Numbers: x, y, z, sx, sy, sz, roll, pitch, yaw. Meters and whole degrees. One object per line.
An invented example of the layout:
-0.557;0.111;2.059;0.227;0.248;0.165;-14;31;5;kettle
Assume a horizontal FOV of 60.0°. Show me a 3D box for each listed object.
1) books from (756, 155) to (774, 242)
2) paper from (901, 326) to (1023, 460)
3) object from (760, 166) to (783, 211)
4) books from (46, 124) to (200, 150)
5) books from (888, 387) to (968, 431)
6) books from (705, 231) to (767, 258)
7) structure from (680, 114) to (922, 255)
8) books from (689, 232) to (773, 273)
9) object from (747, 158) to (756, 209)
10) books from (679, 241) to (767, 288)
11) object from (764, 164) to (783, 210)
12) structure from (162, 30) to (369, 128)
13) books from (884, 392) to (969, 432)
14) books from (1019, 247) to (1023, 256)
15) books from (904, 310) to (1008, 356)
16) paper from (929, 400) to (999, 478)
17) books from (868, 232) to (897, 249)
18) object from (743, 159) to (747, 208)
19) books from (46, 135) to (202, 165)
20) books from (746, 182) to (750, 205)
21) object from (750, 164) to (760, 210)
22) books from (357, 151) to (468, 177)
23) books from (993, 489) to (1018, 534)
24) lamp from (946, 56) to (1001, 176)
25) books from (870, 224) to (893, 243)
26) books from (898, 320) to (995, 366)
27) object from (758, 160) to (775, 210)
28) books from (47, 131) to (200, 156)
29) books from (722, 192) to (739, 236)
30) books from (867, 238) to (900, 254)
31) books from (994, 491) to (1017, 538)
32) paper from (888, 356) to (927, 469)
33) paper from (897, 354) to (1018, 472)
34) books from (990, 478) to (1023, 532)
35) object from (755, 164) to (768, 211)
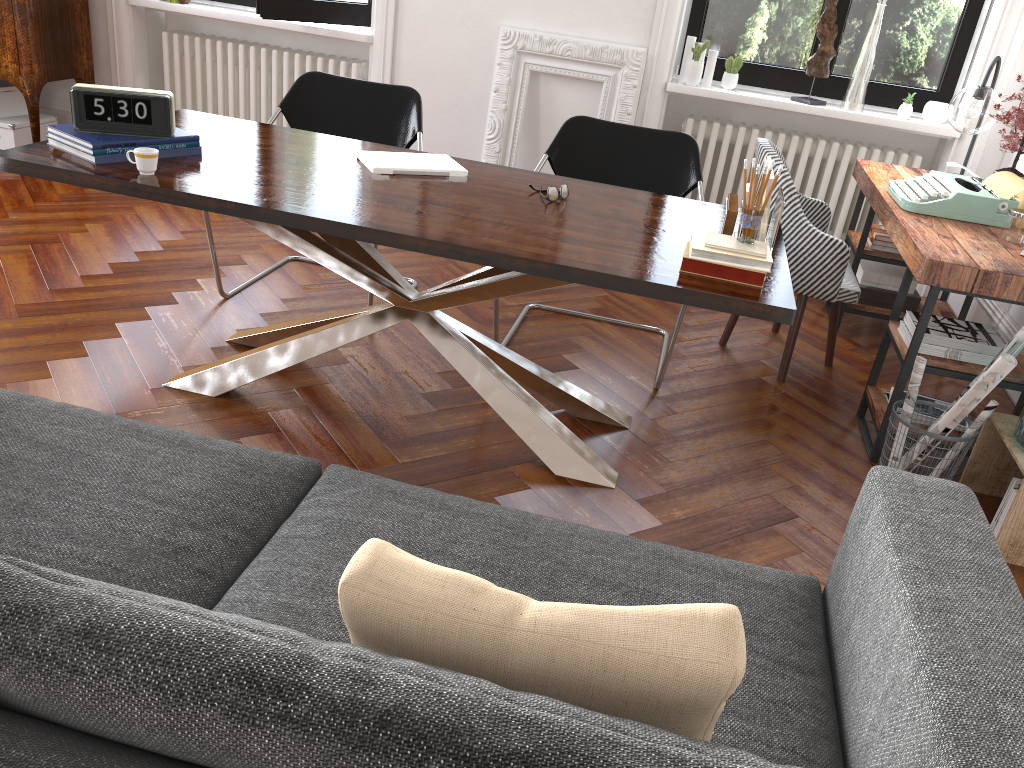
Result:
0.734;-0.519;2.584;0.043;0.241;0.307;12;26;8;books
1.451;0.075;2.880;0.294;0.631;0.047;9;27;2;paper
0.655;-0.469;2.289;0.044;0.195;0.008;28;33;35;object
-1.165;-0.754;2.668;0.249;0.017;0.343;25;30;31;books
1.505;0.087;3.207;0.267;0.014;0.195;17;27;18;books
0.590;-0.368;2.333;0.159;0.008;0.127;13;26;10;books
1.591;-1.068;5.193;1.452;0.785;0.223;12;27;8;structure
0.574;-0.348;2.333;0.207;0.029;0.162;11;26;7;books
0.623;-0.491;2.326;0.008;0.195;0.049;-2;28;-19;object
0.561;-0.318;2.345;0.215;0.040;0.158;13;26;10;books
0.659;-0.474;2.298;0.038;0.196;0.008;26;32;31;object
-1.574;-1.746;5.663;1.452;0.785;0.223;12;27;8;structure
1.503;0.101;3.214;0.267;0.014;0.194;12;26;7;books
1.791;-0.427;2.951;0.129;0.031;0.212;-14;34;-38;books
1.526;-0.173;3.046;0.308;0.038;0.224;12;26;8;books
1.440;0.209;2.870;0.125;0.391;0.025;23;30;28;paper
1.812;-0.693;4.242;0.209;0.023;0.249;12;26;8;books
0.606;-0.484;2.307;0.049;0.195;0.008;14;27;12;object
-1.175;-0.726;2.698;0.263;0.027;0.346;25;30;31;books
0.693;-0.505;2.623;0.040;0.159;0.127;12;27;8;books
0.619;-0.469;2.280;0.008;0.195;0.049;24;31;29;object
-0.335;-0.737;2.973;0.325;0.026;0.229;-4;28;-23;books
1.532;0.429;2.630;0.170;0.234;0.012;12;27;8;books
2.053;-1.165;3.937;0.207;0.554;0.439;24;30;29;lamp
1.816;-0.713;4.235;0.190;0.023;0.237;12;26;8;books
1.512;-0.140;3.056;0.308;0.038;0.224;12;26;8;books
0.651;-0.487;2.320;0.032;0.197;0.008;-10;32;-32;object
-1.167;-0.739;2.676;0.249;0.017;0.343;25;30;31;books
0.636;-0.478;2.602;0.028;0.126;0.219;12;26;9;books
1.810;-0.673;4.254;0.209;0.024;0.245;12;26;8;books
1.529;0.435;2.618;0.170;0.234;0.012;12;27;8;books
1.268;0.138;2.871;0.033;0.483;0.073;-15;35;-38;paper
1.331;0.132;2.728;0.047;0.615;0.327;3;27;-9;paper
1.548;0.408;2.650;0.187;0.260;0.053;12;27;9;books
0.633;-0.468;2.277;0.008;0.197;0.036;18;28;19;object
